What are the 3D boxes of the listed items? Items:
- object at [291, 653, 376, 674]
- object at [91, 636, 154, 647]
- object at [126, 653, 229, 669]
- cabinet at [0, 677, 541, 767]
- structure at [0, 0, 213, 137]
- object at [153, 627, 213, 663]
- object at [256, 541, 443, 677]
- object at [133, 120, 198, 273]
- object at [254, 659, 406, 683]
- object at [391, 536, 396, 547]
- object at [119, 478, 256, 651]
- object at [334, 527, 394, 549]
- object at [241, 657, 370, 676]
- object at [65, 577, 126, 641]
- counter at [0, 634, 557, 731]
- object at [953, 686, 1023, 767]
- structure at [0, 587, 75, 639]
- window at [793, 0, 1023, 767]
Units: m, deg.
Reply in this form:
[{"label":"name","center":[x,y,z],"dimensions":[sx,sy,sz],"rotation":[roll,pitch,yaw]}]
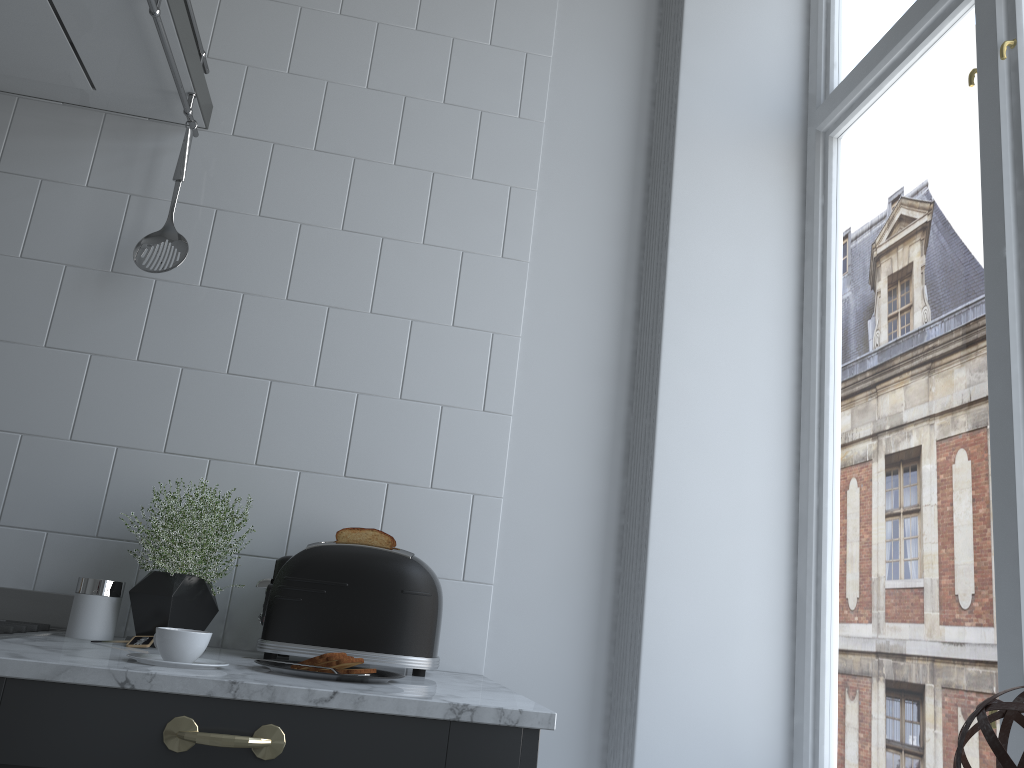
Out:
[{"label":"object","center":[-0.246,0.390,1.237],"dimensions":[0.119,0.031,0.074],"rotation":[0,-17,24]},{"label":"object","center":[-0.603,0.396,1.374],"dimensions":[0.091,0.018,0.062],"rotation":[9,-16,-10]},{"label":"object","center":[-0.427,0.356,1.135],"dimensions":[0.126,0.008,0.126],"rotation":[1,-16,18]},{"label":"cabinet","center":[-1.964,0.681,0.940],"dimensions":[3.897,1.012,0.646],"rotation":[9,-15,-8]},{"label":"structure","center":[-0.935,-1.126,1.622],"dimensions":[0.843,1.079,0.567],"rotation":[9,-15,-8]},{"label":"object","center":[-0.426,0.337,1.139],"dimensions":[0.072,0.040,0.070],"rotation":[11,-16,-15]},{"label":"object","center":[-0.275,0.375,1.519],"dimensions":[0.326,0.207,0.219],"rotation":[7,-15,-3]},{"label":"object","center":[-0.640,-0.358,1.681],"dimensions":[0.101,0.331,0.030],"rotation":[6,-15,2]},{"label":"object","center":[-0.253,0.401,1.235],"dimensions":[0.209,0.011,0.209],"rotation":[-2,-17,29]},{"label":"object","center":[-0.260,0.313,1.575],"dimensions":[0.107,0.110,0.010],"rotation":[7,-15,-3]},{"label":"object","center":[-0.548,0.295,1.489],"dimensions":[0.210,0.283,0.220],"rotation":[5,-15,4]},{"label":"object","center":[-0.254,0.298,1.499],"dimensions":[0.107,0.110,0.010],"rotation":[7,-15,-3]},{"label":"object","center":[-0.281,0.381,1.195],"dimensions":[0.209,0.008,0.018],"rotation":[-1,-17,26]},{"label":"object","center":[-0.685,0.371,1.460],"dimensions":[0.072,0.095,0.072],"rotation":[-5,-19,36]},{"label":"counter","center":[-1.911,0.189,1.086],"dimensions":[3.902,0.020,0.624],"rotation":[9,-15,-8]},{"label":"object","center":[0.452,0.331,0.744],"dimensions":[0.147,0.148,0.147],"rotation":[11,-16,-16]},{"label":"structure","center":[-1.143,0.764,1.063],"dimensions":[0.779,1.096,0.651],"rotation":[9,-15,-8]},{"label":"window","center":[0.784,-0.384,1.045],"dimensions":[0.061,2.080,1.716],"rotation":[9,-15,-8]}]
